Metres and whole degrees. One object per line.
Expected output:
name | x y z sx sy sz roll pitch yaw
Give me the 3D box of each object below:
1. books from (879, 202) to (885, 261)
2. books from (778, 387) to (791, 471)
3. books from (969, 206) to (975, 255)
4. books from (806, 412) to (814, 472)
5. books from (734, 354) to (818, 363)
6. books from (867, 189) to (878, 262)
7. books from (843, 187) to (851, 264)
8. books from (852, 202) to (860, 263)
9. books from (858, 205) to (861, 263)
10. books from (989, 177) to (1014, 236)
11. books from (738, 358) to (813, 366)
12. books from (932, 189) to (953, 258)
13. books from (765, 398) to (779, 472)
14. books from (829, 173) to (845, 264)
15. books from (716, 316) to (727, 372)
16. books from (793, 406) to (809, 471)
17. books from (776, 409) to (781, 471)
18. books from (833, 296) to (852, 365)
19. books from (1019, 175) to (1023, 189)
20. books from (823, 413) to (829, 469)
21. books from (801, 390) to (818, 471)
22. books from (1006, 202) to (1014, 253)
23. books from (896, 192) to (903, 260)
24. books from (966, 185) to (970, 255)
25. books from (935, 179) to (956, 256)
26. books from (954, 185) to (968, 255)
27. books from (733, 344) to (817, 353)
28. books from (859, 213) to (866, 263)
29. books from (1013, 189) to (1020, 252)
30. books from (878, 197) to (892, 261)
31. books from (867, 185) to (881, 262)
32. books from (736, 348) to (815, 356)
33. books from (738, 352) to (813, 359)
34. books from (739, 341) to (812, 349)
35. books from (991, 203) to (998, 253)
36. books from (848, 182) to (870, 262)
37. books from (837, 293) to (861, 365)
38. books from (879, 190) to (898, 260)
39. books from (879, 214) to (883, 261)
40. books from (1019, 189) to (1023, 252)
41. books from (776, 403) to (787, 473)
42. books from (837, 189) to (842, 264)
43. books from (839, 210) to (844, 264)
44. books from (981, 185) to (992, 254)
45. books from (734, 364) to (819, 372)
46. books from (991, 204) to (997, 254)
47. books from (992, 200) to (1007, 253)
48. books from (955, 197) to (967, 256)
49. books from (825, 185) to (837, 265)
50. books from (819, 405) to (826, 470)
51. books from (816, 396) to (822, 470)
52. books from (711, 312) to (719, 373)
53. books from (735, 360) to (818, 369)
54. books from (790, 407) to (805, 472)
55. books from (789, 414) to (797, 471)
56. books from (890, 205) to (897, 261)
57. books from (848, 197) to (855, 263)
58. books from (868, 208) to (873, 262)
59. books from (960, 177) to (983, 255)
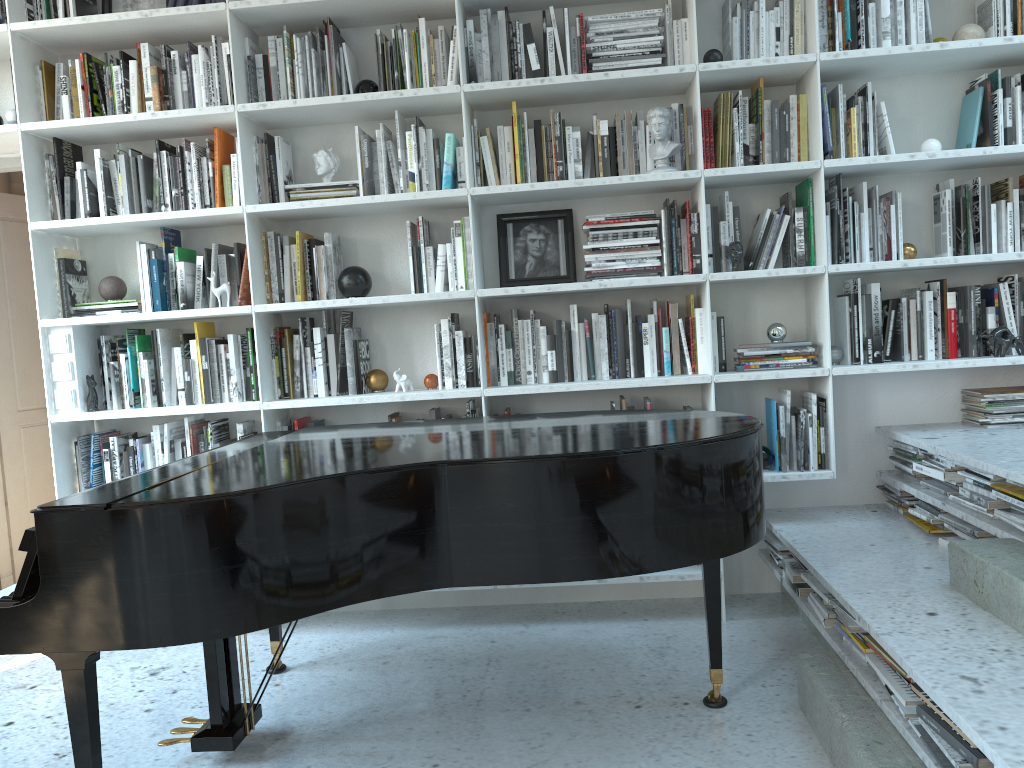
books | 1.373 -0.561 3.335 0.008 0.223 0.133 -3 4 5
books | 1.018 0.167 3.326 0.032 0.300 0.148 -3 4 5
books | 1.690 -0.574 3.323 0.031 0.209 0.122 -3 4 5
books | 1.091 0.208 3.297 0.011 0.212 0.178 -3 4 5
books | 0.987 -0.098 3.334 0.285 0.012 0.159 -3 3 8
books | 1.331 -0.580 3.321 0.012 0.267 0.183 -3 4 5
books | 1.239 -0.582 3.324 0.005 0.284 0.159 -3 4 5
books | 1.261 -0.554 3.316 0.011 0.226 0.188 -3 4 5
books | 1.274 -0.552 3.328 0.013 0.218 0.160 -3 4 5
books | 1.810 -0.613 3.280 0.006 0.274 0.172 -3 4 5
books | 0.988 -0.086 3.337 0.254 0.012 0.160 -3 3 11
books | 1.608 -0.590 3.310 0.019 0.252 0.130 -3 4 5
books | 0.973 0.188 3.320 0.005 0.264 0.162 -3 4 5
books | 1.226 -0.612 3.347 0.007 0.342 0.149 -3 4 5
books | 0.795 -0.153 3.411 0.030 0.210 0.136 -3 4 5
books | 1.080 0.201 3.314 0.012 0.226 0.149 -3 4 5
books | 0.983 0.204 3.330 0.012 0.229 0.129 -3 4 5
books | 1.253 -0.203 3.363 0.012 0.254 0.160 -3 4 5
books | 1.915 -0.630 3.268 0.007 0.296 0.162 -3 4 5
books | 1.153 0.205 3.319 0.012 0.206 0.160 -3 4 5
books | 1.105 0.170 3.300 0.021 0.285 0.172 -3 4 5
books | 1.801 -0.566 3.281 0.019 0.183 0.190 -3 4 5
books | 1.425 -0.578 3.322 0.013 0.251 0.172 -3 4 5
books | 1.667 -0.597 3.304 0.008 0.259 0.158 -3 4 5
books | 1.624 -0.611 3.320 0.016 0.290 0.131 -3 4 5
books | 1.655 -0.598 3.305 0.015 0.262 0.149 -3 4 5
books | 0.985 -0.135 3.334 0.285 0.012 0.159 -3 3 9
books | 1.288 -0.536 3.323 0.013 0.186 0.183 -3 4 5
books | 1.823 -0.591 3.280 0.018 0.230 0.181 -3 4 5
books | 1.383 -0.569 3.324 0.015 0.238 0.176 -3 4 5
books | 1.351 -0.591 3.334 0.006 0.285 0.159 -3 4 5
books | 0.984 -0.122 3.326 0.254 0.012 0.160 -3 3 5
books | 0.987 -0.111 3.337 0.254 0.012 0.160 -3 3 10
books | 0.983 -0.147 3.326 0.254 0.012 0.160 -3 3 14
books | 1.761 -0.596 3.306 0.030 0.244 0.135 -3 4 5
books | 1.297 -0.592 3.317 0.014 0.297 0.175 -3 4 5
books | 1.269 -0.207 3.341 0.023 0.262 0.186 -3 4 5
books | 1.411 -0.582 3.322 0.014 0.261 0.141 -3 4 5
books | 1.364 -0.538 3.336 0.013 0.179 0.140 -3 4 5
books | 1.859 -0.595 3.290 0.021 0.232 0.155 -3 4 5
books | 0.995 0.196 3.311 0.014 0.246 0.176 -3 4 5
books | 1.208 -0.579 3.334 0.006 0.282 0.155 -3 4 5
books | 1.220 -0.542 3.343 0.013 0.204 0.153 -3 4 5
books | 1.723 -0.595 3.280 0.018 0.251 0.183 -3 4 5
books | 0.989 -0.062 3.337 0.285 0.012 0.159 -3 3 8
books | 1.743 -0.562 3.280 0.018 0.182 0.182 -3 4 5
books | 1.784 -0.572 3.287 0.015 0.195 0.175 -3 4 5
books | 1.640 -0.573 3.294 0.016 0.216 0.177 -3 4 5
books | 1.196 -0.586 3.336 0.018 0.295 0.177 -3 4 5
books | 1.139 0.193 3.307 0.013 0.233 0.149 -3 4 5
books | 1.125 0.175 3.320 0.015 0.271 0.157 -3 4 5
books | 0.766 -0.161 3.410 0.027 0.229 0.141 -3 4 5
books | 0.989 -0.075 3.341 0.285 0.012 0.159 -3 3 10
books | 1.060 0.203 3.299 0.026 0.225 0.175 -3 4 5
books | 1.043 0.214 3.326 0.013 0.202 0.139 -3 4 5
books | 1.398 -0.554 3.320 0.014 0.207 0.180 -3 4 5
books | 1.249 -0.565 3.327 0.013 0.249 0.165 -3 4 5
books | 1.322 -0.548 3.335 0.013 0.203 0.167 -3 4 5
books | 1.711 -0.613 3.305 0.007 0.285 0.159 -3 4 5
